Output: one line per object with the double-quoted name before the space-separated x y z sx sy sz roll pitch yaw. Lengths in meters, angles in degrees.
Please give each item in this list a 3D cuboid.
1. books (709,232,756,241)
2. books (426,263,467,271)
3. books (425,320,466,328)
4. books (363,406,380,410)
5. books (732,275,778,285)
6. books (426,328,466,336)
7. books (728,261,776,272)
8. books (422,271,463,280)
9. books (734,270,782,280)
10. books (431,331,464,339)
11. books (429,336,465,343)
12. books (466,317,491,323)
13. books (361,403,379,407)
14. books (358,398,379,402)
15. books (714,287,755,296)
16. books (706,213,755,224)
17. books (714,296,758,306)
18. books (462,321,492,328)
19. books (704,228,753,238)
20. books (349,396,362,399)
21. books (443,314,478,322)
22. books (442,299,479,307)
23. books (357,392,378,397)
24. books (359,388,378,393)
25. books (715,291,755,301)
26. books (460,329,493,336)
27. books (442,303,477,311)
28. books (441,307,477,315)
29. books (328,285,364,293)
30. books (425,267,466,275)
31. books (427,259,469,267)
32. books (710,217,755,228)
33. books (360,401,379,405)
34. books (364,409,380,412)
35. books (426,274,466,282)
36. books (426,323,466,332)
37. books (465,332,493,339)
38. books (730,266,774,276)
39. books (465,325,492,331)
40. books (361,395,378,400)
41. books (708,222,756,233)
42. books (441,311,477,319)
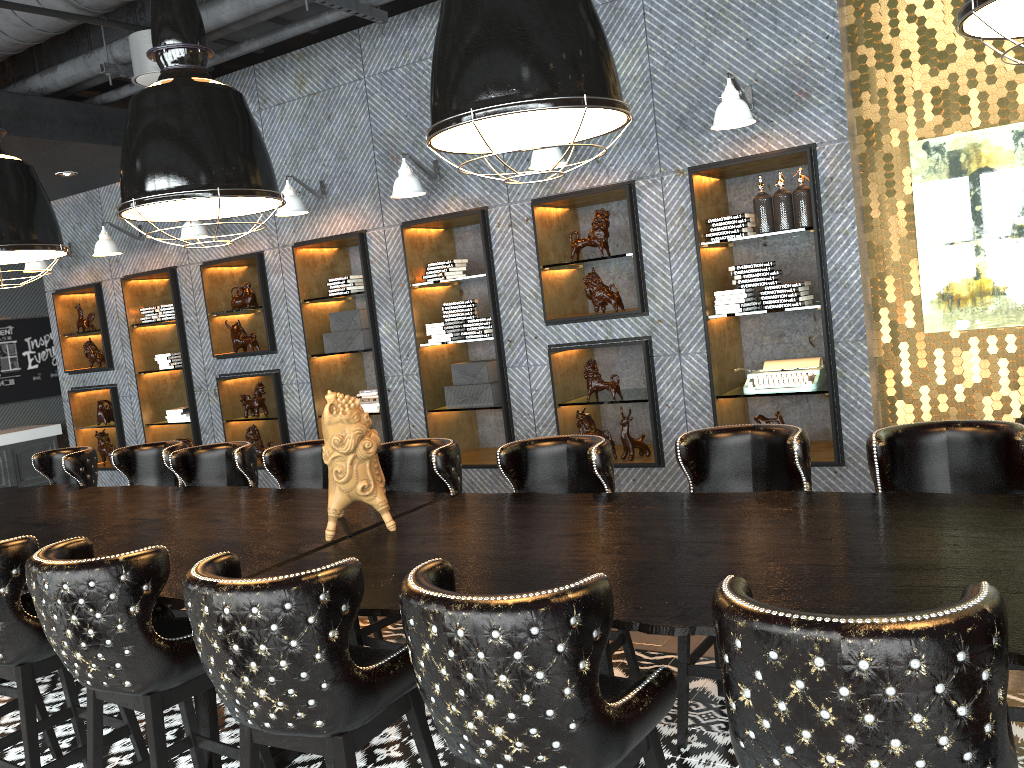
"books" 1.363 -0.901 5.436 0.245 0.028 0.194 -3 6 37
"books" -0.486 -0.868 6.580 0.245 0.028 0.194 -5 5 24
"books" -0.491 -0.447 6.586 0.193 0.028 0.246 -3 6 39
"books" -1.086 0.179 7.027 0.224 0.021 0.159 -2 7 41
"books" 1.465 -0.628 5.358 0.245 0.028 0.194 -6 5 8
"books" -0.487 -0.392 6.605 0.193 0.028 0.246 -3 6 38
"books" 1.459 -0.716 5.398 0.245 0.028 0.194 -7 5 3
"books" -0.515 -0.806 6.571 0.245 0.028 0.194 -2 7 43
"books" 1.492 -0.662 5.387 0.245 0.028 0.194 -7 5 2
"books" -0.451 -0.365 6.565 0.193 0.028 0.246 -4 6 31
"books" -0.481 -0.335 6.589 0.193 0.028 0.246 -4 6 25
"books" -0.182 -0.473 6.466 0.245 0.028 0.194 -4 6 27
"books" -1.090 0.158 7.026 0.228 0.022 0.203 -3 6 35
"books" -1.095 0.116 7.029 0.197 0.023 0.248 -11 7 -41
"books" 1.365 -0.567 5.439 0.193 0.028 0.246 -4 6 30
"books" 1.341 -1.012 5.433 0.245 0.028 0.194 -3 6 35
"books" 1.377 -0.513 5.452 0.193 0.028 0.246 -3 6 34
"books" -0.216 -0.442 6.480 0.245 0.028 0.194 -5 5 22
"books" 1.330 -0.926 5.440 0.245 0.028 0.194 -3 6 36
"books" -1.314 0.126 7.202 0.179 0.029 0.225 -5 5 17
"books" -0.375 -0.483 6.523 0.245 0.028 0.194 -7 5 1
"books" -0.381 -0.598 6.536 0.245 0.028 0.194 -6 5 7
"books" -1.090 0.072 7.018 0.206 0.020 0.197 -3 6 33
"books" -1.085 0.048 7.038 0.212 0.024 0.185 -4 6 26
"books" 1.369 -0.539 5.442 0.193 0.028 0.246 -4 6 27
"books" -0.225 -0.381 6.447 0.245 0.028 0.194 -2 7 43
"books" -0.389 -0.568 6.530 0.245 0.028 0.194 -7 5 -7
"books" -0.389 -0.541 6.551 0.245 0.028 0.194 -7 5 2
"books" -1.316 -0.755 7.067 0.245 0.028 0.194 -2 7 43
"books" -0.491 -0.838 6.575 0.245 0.028 0.194 -3 7 40
"books" -0.478 -0.897 6.582 0.245 0.028 0.194 -4 6 32
"books" 1.362 -0.986 5.424 0.245 0.028 0.194 -4 6 32
"books" -1.093 0.138 7.018 0.264 0.019 0.205 -4 6 31
"books" -1.081 0.200 7.019 0.228 0.023 0.167 -4 6 32
"books" -0.488 -0.780 6.558 0.194 0.028 0.245 -11 7 -42
"books" -0.482 -0.418 6.560 0.193 0.028 0.246 -2 7 45
"books" -0.189 -0.358 6.463 0.245 0.028 0.194 -3 6 36
"books" 1.459 -0.688 5.396 0.245 0.028 0.194 -6 5 12
"books" -0.186 -0.418 6.488 0.245 0.028 0.194 -4 6 28
"books" -1.071 0.090 7.038 0.247 0.023 0.244 -5 5 17
"books" 1.352 -0.956 5.422 0.245 0.028 0.194 -3 6 34
"books" -0.384 -0.510 6.515 0.245 0.028 0.194 -6 5 4
